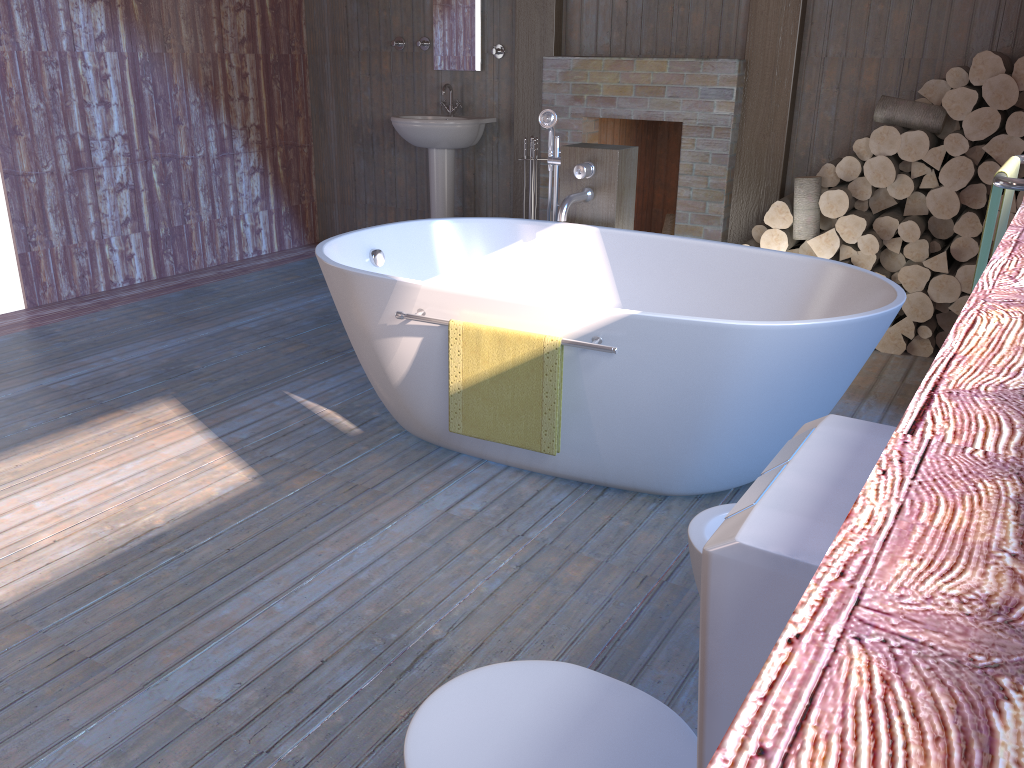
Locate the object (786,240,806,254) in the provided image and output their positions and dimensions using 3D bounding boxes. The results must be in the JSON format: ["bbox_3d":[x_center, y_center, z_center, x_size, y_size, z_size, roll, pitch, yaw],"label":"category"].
[{"bbox_3d":[1.476,-0.690,4.594,0.086,0.085,0.278,12,23,27],"label":"object"}]

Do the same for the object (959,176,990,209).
[{"bbox_3d":[2.092,-0.869,3.996,0.111,0.118,0.302,12,23,28],"label":"object"}]

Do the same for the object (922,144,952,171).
[{"bbox_3d":[1.941,-1.043,4.042,0.109,0.124,0.424,12,23,28],"label":"object"}]

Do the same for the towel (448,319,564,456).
[{"bbox_3d":[-0.024,0.008,2.625,0.370,0.361,0.032,11,23,25],"label":"towel"}]

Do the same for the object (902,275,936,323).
[{"bbox_3d":[1.969,-0.419,4.253,0.141,0.143,0.437,12,23,27],"label":"object"}]

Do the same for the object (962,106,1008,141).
[{"bbox_3d":[2.090,-1.152,3.913,0.143,0.151,0.440,13,23,29],"label":"object"}]

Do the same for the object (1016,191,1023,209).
[{"bbox_3d":[2.309,-0.786,3.916,0.137,0.256,0.439,13,23,29],"label":"object"}]

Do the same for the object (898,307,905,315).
[{"bbox_3d":[1.905,-0.389,4.319,0.065,0.070,0.179,12,23,28],"label":"object"}]

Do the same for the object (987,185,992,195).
[{"bbox_3d":[2.152,-0.881,3.954,0.065,0.069,0.177,12,23,28],"label":"object"}]

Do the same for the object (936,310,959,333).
[{"bbox_3d":[2.136,-0.351,4.294,0.125,0.132,0.320,12,23,28],"label":"object"}]

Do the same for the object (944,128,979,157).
[{"bbox_3d":[2.019,-1.093,3.974,0.102,0.109,0.438,13,23,29],"label":"object"}]

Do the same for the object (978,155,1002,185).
[{"bbox_3d":[2.147,-0.964,3.941,0.102,0.109,0.438,13,23,29],"label":"object"}]

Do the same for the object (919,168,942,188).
[{"bbox_3d":[1.948,-0.960,4.077,0.085,0.096,0.280,13,23,30],"label":"object"}]

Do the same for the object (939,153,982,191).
[{"bbox_3d":[2.038,-0.969,4.011,0.136,0.157,0.439,13,23,30],"label":"object"}]

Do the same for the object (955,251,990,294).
[{"bbox_3d":[2.153,-0.534,4.103,0.138,0.147,0.440,13,23,29],"label":"object"}]

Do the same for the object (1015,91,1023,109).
[{"bbox_3d":[2.281,-1.241,3.883,0.132,0.119,0.319,13,24,30],"label":"object"}]

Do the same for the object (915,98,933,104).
[{"bbox_3d":[1.907,-1.261,4.108,0.113,0.130,0.291,13,24,30],"label":"object"}]

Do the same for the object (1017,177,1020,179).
[{"bbox_3d":[2.204,-0.904,3.914,0.067,0.069,0.177,13,23,29],"label":"object"}]

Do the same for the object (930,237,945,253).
[{"bbox_3d":[1.985,-0.651,4.141,0.054,0.056,0.146,13,23,29],"label":"object"}]

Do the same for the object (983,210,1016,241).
[{"bbox_3d":[2.209,-0.741,3.994,0.137,0.133,0.437,12,23,27],"label":"object"}]

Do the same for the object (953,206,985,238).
[{"bbox_3d":[2.084,-0.746,4.031,0.114,0.113,0.301,12,23,27],"label":"object"}]

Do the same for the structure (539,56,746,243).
[{"bbox_3d":[0.700,-1.145,5.022,1.130,1.330,0.226,12,23,29],"label":"structure"}]

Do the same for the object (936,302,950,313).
[{"bbox_3d":[2.050,-0.393,4.194,0.071,0.074,0.190,13,23,29],"label":"object"}]

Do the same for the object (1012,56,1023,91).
[{"bbox_3d":[2.229,-1.329,3.785,0.133,0.142,0.456,13,24,30],"label":"object"}]

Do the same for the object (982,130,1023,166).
[{"bbox_3d":[2.195,-1.042,3.920,0.172,0.151,0.482,13,24,30],"label":"object"}]

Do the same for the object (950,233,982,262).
[{"bbox_3d":[2.082,-0.643,4.064,0.116,0.117,0.289,12,23,27],"label":"object"}]

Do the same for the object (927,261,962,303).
[{"bbox_3d":[2.065,-0.496,4.173,0.135,0.145,0.439,13,23,29],"label":"object"}]

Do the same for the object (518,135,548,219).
[{"bbox_3d":[0.101,-0.991,5.163,0.333,0.888,0.276,-5,21,-16],"label":"object"}]

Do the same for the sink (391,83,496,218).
[{"bbox_3d":[-0.468,-1.276,5.551,0.582,1.143,0.475,12,23,28],"label":"sink"}]

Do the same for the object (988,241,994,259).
[{"bbox_3d":[2.245,-0.660,4.114,0.118,0.106,0.319,12,23,27],"label":"object"}]

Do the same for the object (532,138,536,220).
[{"bbox_3d":[0.133,-0.955,5.076,0.126,0.871,0.206,-5,21,-15],"label":"object"}]

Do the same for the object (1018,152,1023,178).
[{"bbox_3d":[2.286,-0.961,3.911,0.088,0.092,0.280,13,23,30],"label":"object"}]

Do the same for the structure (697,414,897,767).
[{"bbox_3d":[0.340,0.261,0.957,0.182,0.363,0.358,13,23,29],"label":"structure"}]

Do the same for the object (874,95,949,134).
[{"bbox_3d":[1.783,-1.204,3.963,0.302,0.157,0.121,13,23,30],"label":"object"}]

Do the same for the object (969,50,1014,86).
[{"bbox_3d":[2.092,-1.374,3.854,0.135,0.139,0.456,13,24,30],"label":"object"}]

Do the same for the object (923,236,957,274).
[{"bbox_3d":[2.017,-0.617,4.149,0.115,0.112,0.423,13,23,29],"label":"object"}]

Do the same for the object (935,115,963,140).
[{"bbox_3d":[2.010,-1.194,4.068,0.121,0.124,0.291,13,23,30],"label":"object"}]

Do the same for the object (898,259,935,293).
[{"bbox_3d":[1.955,-0.551,4.237,0.139,0.148,0.458,13,23,29],"label":"object"}]

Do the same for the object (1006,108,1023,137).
[{"bbox_3d":[2.208,-1.137,3.840,0.089,0.106,0.437,13,24,30],"label":"object"}]

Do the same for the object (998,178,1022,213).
[{"bbox_3d":[2.207,-0.848,3.947,0.115,0.112,0.423,13,23,29],"label":"object"}]

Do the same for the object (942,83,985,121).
[{"bbox_3d":[2.016,-1.260,3.943,0.139,0.148,0.458,13,23,29],"label":"object"}]

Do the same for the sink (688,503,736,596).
[{"bbox_3d":[0.608,0.447,1.832,0.515,0.517,0.335,13,23,29],"label":"sink"}]

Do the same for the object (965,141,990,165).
[{"bbox_3d":[2.073,-1.029,3.940,0.095,0.090,0.278,13,24,30],"label":"object"}]

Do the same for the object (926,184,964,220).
[{"bbox_3d":[1.999,-0.861,4.075,0.141,0.143,0.437,12,23,27],"label":"object"}]

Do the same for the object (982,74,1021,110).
[{"bbox_3d":[2.126,-1.273,3.847,0.141,0.143,0.437,12,23,27],"label":"object"}]

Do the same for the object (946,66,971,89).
[{"bbox_3d":[1.974,-1.350,3.902,0.094,0.097,0.227,13,23,30],"label":"object"}]

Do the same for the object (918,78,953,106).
[{"bbox_3d":[1.955,-1.331,4.054,0.140,0.121,0.319,13,24,30],"label":"object"}]

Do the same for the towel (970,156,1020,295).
[{"bbox_3d":[1.062,-0.305,1.963,0.032,0.361,0.370,13,23,29],"label":"towel"}]
